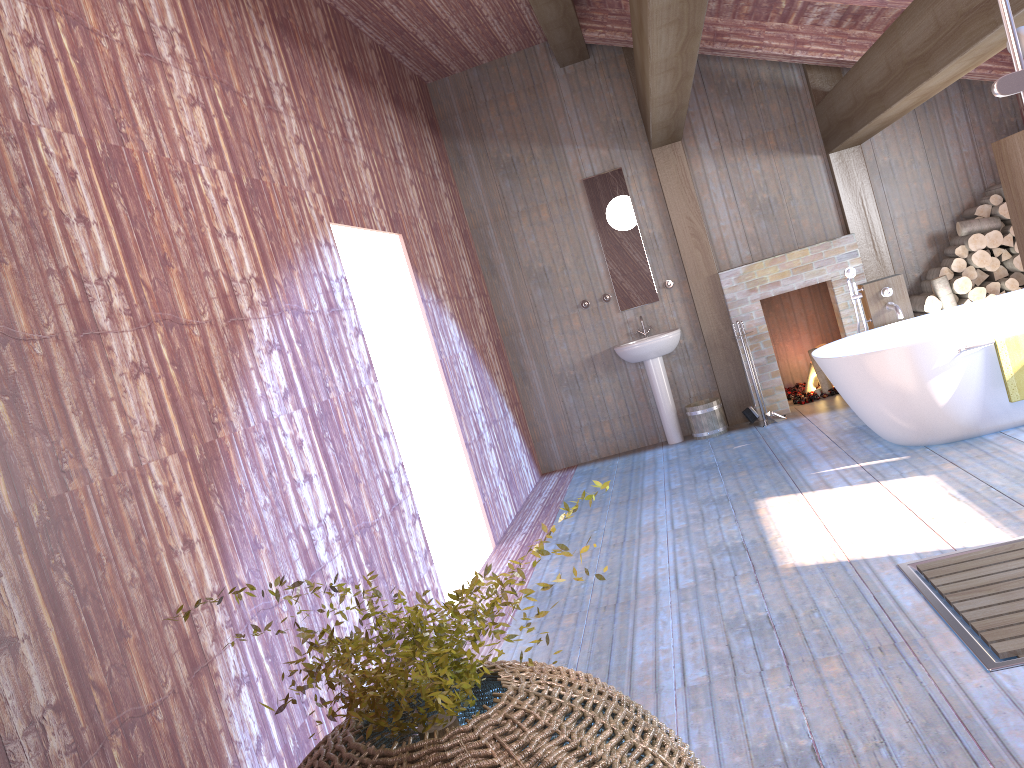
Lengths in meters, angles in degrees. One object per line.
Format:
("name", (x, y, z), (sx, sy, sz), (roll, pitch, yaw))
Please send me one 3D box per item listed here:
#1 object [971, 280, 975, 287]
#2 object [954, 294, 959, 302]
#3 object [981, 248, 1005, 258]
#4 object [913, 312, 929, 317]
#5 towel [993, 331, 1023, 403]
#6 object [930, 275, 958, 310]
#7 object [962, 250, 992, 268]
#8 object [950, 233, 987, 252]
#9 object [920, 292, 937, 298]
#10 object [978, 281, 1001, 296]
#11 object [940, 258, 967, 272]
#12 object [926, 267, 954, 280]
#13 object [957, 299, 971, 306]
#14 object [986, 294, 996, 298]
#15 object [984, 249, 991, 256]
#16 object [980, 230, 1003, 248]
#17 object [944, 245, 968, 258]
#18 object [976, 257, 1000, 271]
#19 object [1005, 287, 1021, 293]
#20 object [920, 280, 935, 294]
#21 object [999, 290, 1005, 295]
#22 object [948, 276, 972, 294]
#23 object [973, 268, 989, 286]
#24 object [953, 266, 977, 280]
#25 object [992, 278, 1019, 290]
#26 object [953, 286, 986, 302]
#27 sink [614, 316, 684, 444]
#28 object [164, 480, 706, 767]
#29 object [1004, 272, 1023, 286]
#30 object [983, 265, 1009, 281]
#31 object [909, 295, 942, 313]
("object", (3.631, -0.806, 7.091), (0.064, 0.068, 0.174), (-16, 4, 10))
("object", (3.517, -0.693, 7.207), (0.121, 0.124, 0.291), (-16, 4, 12))
("object", (3.808, -1.046, 7.025), (0.088, 0.092, 0.280), (-16, 4, 12))
("object", (3.348, -0.521, 7.158), (0.137, 0.133, 0.437), (-16, 4, 9))
("towel", (2.829, -0.120, 4.779), (0.370, 0.361, 0.032), (-16, 4, 7))
("object", (3.395, -0.699, 6.957), (0.147, 0.298, 0.109), (-16, 4, 13))
("object", (3.650, -0.988, 7.055), (0.141, 0.143, 0.437), (-16, 4, 9))
("object", (3.624, -1.123, 7.050), (0.135, 0.145, 0.439), (-16, 4, 11))
("object", (3.414, -0.707, 7.237), (0.099, 0.093, 0.280), (-16, 4, 12))
("object", (3.782, -0.760, 7.066), (0.114, 0.120, 0.303), (-16, 4, 12))
("object", (3.519, -0.950, 7.076), (0.115, 0.123, 0.291), (-16, 4, 12))
("object", (3.441, -0.883, 7.145), (0.114, 0.113, 0.301), (-16, 4, 8))
("object", (3.564, -0.593, 7.141), (0.155, 0.174, 0.483), (-16, 4, 9))
("object", (3.745, -0.671, 7.075), (0.098, 0.100, 0.437), (-16, 4, 9))
("object", (3.731, -1.032, 7.023), (0.057, 0.061, 0.156), (-16, 4, 10))
("object", (3.737, -1.141, 7.030), (0.138, 0.147, 0.440), (-16, 4, 11))
("object", (3.547, -1.052, 7.075), (0.106, 0.112, 0.282), (-16, 4, 12))
("object", (3.761, -0.952, 7.040), (0.115, 0.123, 0.291), (-16, 4, 12))
("object", (3.943, -0.710, 7.046), (0.111, 0.113, 0.301), (-16, 4, 9))
("object", (3.431, -0.797, 7.226), (0.108, 0.113, 0.302), (-16, 4, 11))
("object", (3.834, -0.695, 7.064), (0.086, 0.089, 0.279), (-16, 4, 9))
("object", (3.535, -0.794, 7.099), (0.138, 0.147, 0.440), (-16, 4, 11))
("object", (3.726, -0.869, 7.158), (0.128, 0.150, 0.323), (-16, 4, 11))
("object", (3.602, -0.882, 7.087), (0.111, 0.113, 0.301), (-16, 4, 10))
("object", (3.877, -0.791, 7.042), (0.098, 0.100, 0.437), (-16, 4, 9))
("object", (3.651, -0.715, 7.105), (0.139, 0.148, 0.458), (-16, 4, 11))
("sink", (1.256, -0.031, 7.593), (0.582, 1.143, 0.475), (-16, 4, 10))
("object", (-0.079, 0.807, 1.627), (0.972, 1.073, 0.970), (-17, 4, -9))
("object", (3.997, -0.841, 7.119), (0.116, 0.118, 0.289), (-16, 4, 8))
("object", (3.871, -0.895, 7.133), (0.104, 0.127, 0.321), (-16, 4, 11))
("object", (3.318, -0.648, 7.160), (0.139, 0.137, 0.455), (-16, 4, 9))
